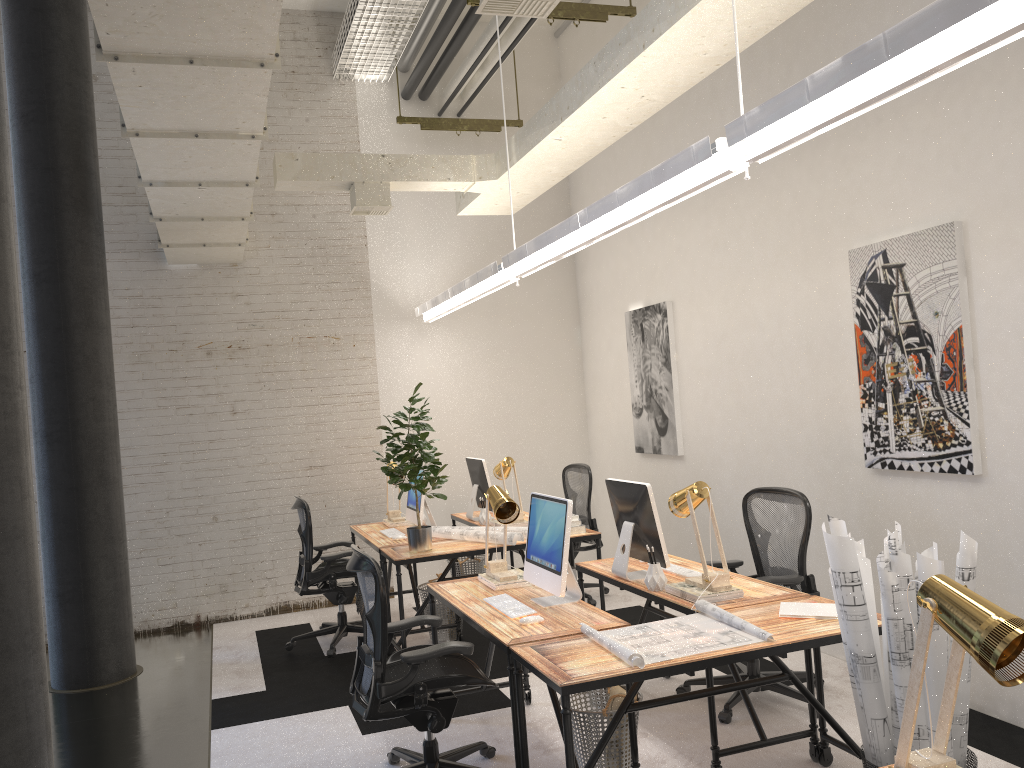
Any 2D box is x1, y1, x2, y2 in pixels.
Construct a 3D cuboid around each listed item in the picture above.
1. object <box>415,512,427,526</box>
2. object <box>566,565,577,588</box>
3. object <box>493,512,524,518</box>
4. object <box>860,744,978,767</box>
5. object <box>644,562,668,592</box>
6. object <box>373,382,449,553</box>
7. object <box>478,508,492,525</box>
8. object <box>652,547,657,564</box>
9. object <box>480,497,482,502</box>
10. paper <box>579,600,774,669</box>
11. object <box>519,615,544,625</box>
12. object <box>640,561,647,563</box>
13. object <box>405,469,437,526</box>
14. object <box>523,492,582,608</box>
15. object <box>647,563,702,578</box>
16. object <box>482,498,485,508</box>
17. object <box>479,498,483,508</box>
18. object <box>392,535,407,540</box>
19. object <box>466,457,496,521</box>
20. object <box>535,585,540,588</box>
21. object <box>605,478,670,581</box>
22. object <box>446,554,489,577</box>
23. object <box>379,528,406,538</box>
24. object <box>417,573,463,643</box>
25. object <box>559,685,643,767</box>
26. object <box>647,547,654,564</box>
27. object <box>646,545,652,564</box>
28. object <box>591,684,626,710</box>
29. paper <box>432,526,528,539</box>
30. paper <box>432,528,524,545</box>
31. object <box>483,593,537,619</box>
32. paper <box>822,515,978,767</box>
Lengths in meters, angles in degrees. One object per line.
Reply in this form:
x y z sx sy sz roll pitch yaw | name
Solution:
-0.719 1.040 6.922 0.101 0.126 0.101 -5 -1 27 | object
0.181 1.519 6.118 0.543 0.455 0.221 -4 -1 -18 | object
-0.030 1.043 7.044 0.118 0.017 0.439 -4 -1 -19 | object
1.354 1.420 2.927 0.353 0.398 0.353 -5 -1 27 | object
0.667 0.896 4.121 0.101 0.126 0.101 -5 -1 27 | object
-0.646 0.532 5.693 0.438 1.077 0.514 -4 -1 -28 | object
-0.203 0.995 6.659 0.101 0.126 0.101 -5 -1 27 | object
0.670 0.853 4.108 0.008 0.207 0.054 -5 0 37 | object
-0.217 0.953 6.669 0.008 0.207 0.054 -4 0 -36 | object
0.600 0.924 3.323 0.625 0.061 0.568 -4 -1 -21 | paper
0.082 0.979 3.686 0.106 0.029 0.059 -4 -1 -18 | object
0.743 0.952 4.820 0.106 0.029 0.059 -4 -1 -18 | object
-0.684 0.850 6.583 0.189 0.485 0.484 -4 -1 -19 | object
0.187 0.751 4.046 0.189 0.485 0.484 -4 -1 -19 | object
0.840 0.944 4.507 0.118 0.017 0.439 -4 -1 -19 | object
-0.201 0.952 6.646 0.008 0.207 0.054 -5 0 37 | object
-0.213 0.954 6.646 0.054 0.207 0.008 -4 0 -31 | object
-0.788 1.078 6.223 0.106 0.029 0.059 -4 -1 -18 | object
-0.266 0.827 6.999 0.189 0.485 0.484 -4 -1 -19 | object
0.151 0.941 4.385 0.101 0.126 0.101 -5 -1 27 | object
0.604 0.728 4.462 0.189 0.485 0.484 -4 -1 -19 | object
-0.350 1.592 7.293 0.353 0.435 0.359 -4 -1 -22 | object
-0.884 1.098 6.536 0.118 0.017 0.439 -4 -1 -19 | object
-0.484 1.581 6.281 0.353 0.435 0.359 -4 -1 -22 | object
0.386 1.482 3.744 0.353 0.435 0.359 -4 -1 -22 | object
0.657 0.855 4.109 0.054 0.207 0.008 -4 0 -31 | object
0.653 0.855 4.132 0.008 0.207 0.054 -4 0 -36 | object
0.520 1.493 4.756 0.353 0.435 0.359 -4 -1 -22 | object
-0.186 1.001 6.020 1.135 0.082 0.083 -5 -1 36 | paper
-0.344 1.012 5.968 0.083 0.082 1.135 -4 -1 -44 | paper
-0.014 1.000 3.999 0.118 0.017 0.439 -4 -1 -19 | object
1.304 1.011 2.945 0.412 1.198 0.441 -4 -1 -41 | paper
